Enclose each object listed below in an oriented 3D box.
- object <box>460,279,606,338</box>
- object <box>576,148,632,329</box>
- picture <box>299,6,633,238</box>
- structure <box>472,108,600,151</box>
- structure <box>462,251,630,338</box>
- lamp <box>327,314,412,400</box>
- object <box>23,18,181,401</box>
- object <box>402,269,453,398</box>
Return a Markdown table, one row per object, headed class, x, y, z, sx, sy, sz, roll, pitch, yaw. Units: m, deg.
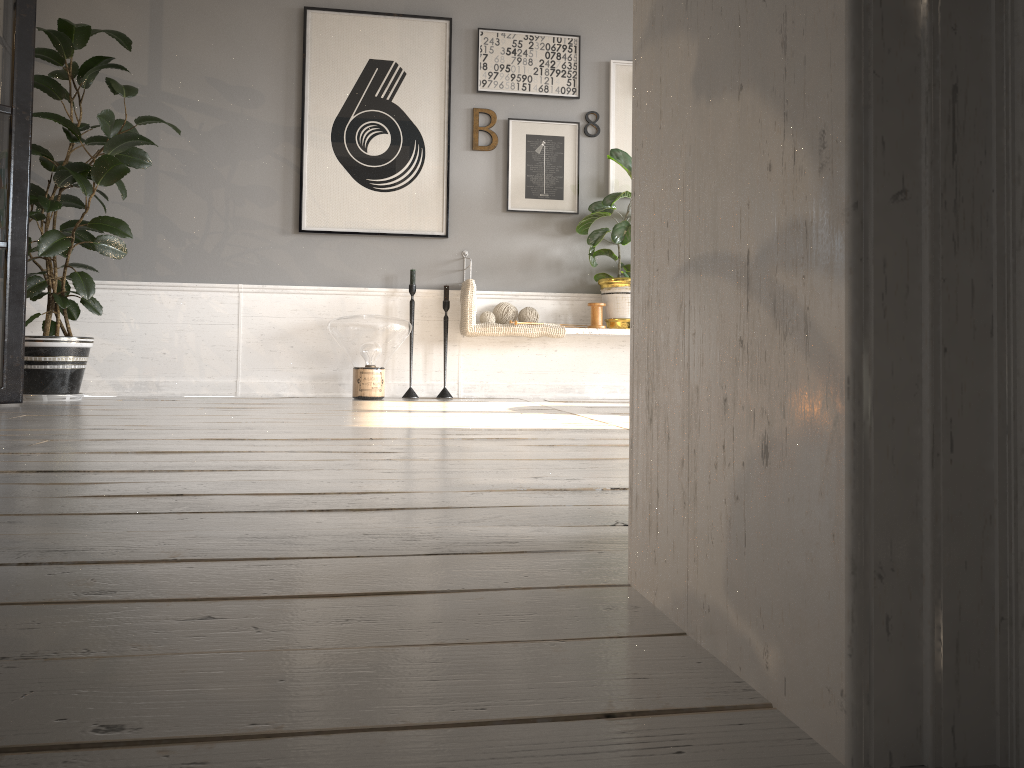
| class | x | y | z | sx | sy | sz | roll | pitch | yaw |
| --- | --- | --- | --- | --- | --- | --- | --- | --- | --- |
| object | 0.117 | -0.400 | 4.824 | 0.784 | 0.307 | 0.328 | 1 | 0 | -9 |
| object | 0.643 | -0.781 | 4.861 | 0.510 | 0.965 | 0.545 | 1 | -1 | -24 |
| picture | -0.585 | -1.491 | 2.871 | 7.290 | 1.798 | 4.038 | 1 | 1 | -10 |
| structure | 0.143 | -1.442 | 5.040 | 0.739 | 0.263 | 0.024 | 1 | -2 | -10 |
| structure | 1.111 | -0.485 | 5.022 | 2.775 | 0.487 | 0.307 | 1 | -1 | -10 |
| lamp | -0.741 | -0.141 | 4.589 | 0.432 | 0.438 | 0.432 | 1 | 0 | 12 |
| object | -1.782 | -0.771 | 2.642 | 1.011 | 1.796 | 3.895 | 1 | 1 | -10 |
| object | -0.450 | -0.275 | 4.787 | 0.279 | 0.702 | 0.091 | 1 | -2 | -17 |
